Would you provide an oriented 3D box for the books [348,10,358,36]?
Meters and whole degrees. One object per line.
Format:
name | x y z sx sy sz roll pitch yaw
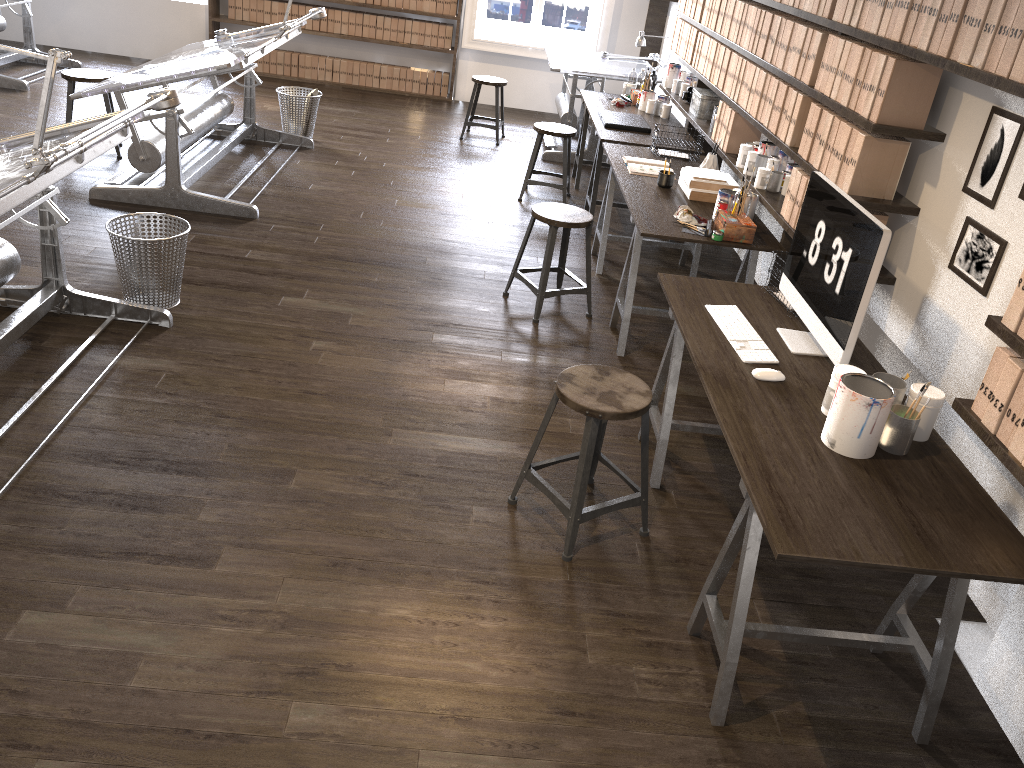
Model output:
books | -1.607 -3.655 8.964 0.066 0.221 0.178 7 27 -4

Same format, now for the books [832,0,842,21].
books | 1.406 -1.557 3.542 0.174 0.221 0.068 7 26 -4

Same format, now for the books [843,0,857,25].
books | 1.403 -1.492 3.419 0.174 0.221 0.068 7 26 -4

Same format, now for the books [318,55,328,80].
books | -1.950 -3.264 9.146 0.066 0.221 0.178 7 27 -4

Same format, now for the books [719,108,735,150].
books | 1.284 -1.427 4.985 0.174 0.221 0.068 7 26 -4

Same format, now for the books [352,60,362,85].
books | -1.604 -3.225 9.169 0.067 0.221 0.178 7 27 -4

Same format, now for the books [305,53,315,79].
books | -2.084 -3.282 9.141 0.066 0.221 0.178 7 27 -4

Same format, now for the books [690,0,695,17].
books | 1.348 -2.645 6.143 0.174 0.221 0.068 7 26 -4

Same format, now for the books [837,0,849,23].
books | 1.402 -1.527 3.484 0.174 0.221 0.068 7 26 -4

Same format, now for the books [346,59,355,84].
books | -1.670 -3.235 9.169 0.066 0.221 0.178 7 27 -4

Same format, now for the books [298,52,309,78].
books | -2.149 -3.290 9.139 0.066 0.221 0.178 7 27 -4

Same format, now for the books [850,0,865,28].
books | 1.407 -1.457 3.354 0.174 0.221 0.068 7 26 -4

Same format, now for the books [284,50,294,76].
books | -2.297 -3.307 9.129 0.066 0.221 0.178 7 27 -4

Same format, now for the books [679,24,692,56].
books | 1.308 -2.441 6.316 0.174 0.221 0.068 7 26 -4

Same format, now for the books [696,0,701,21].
books | 1.347 -2.537 5.940 0.174 0.221 0.068 7 26 -4

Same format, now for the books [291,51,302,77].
books | -2.223 -3.296 9.129 0.067 0.221 0.178 7 27 -4

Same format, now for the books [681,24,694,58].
books | 1.305 -2.406 6.250 0.174 0.221 0.068 7 26 -4

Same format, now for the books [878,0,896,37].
books | 1.410 -1.321 3.100 0.174 0.221 0.068 7 26 -4

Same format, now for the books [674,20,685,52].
books | 1.304 -2.542 6.505 0.174 0.221 0.068 7 26 -4

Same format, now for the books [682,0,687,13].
books | 1.339 -2.781 6.394 0.174 0.221 0.068 7 26 -4

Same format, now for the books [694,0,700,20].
books | 1.349 -2.573 6.008 0.174 0.221 0.068 7 26 -4

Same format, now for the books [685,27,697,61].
books | 1.311 -2.340 6.129 0.174 0.221 0.068 7 26 -4

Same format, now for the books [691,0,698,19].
books | 1.343 -2.610 6.075 0.174 0.221 0.068 7 26 -4

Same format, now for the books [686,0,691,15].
books | 1.346 -2.714 6.270 0.174 0.221 0.068 7 26 -4

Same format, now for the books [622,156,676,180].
books | 0.762 -1.213 4.930 0.256 0.029 0.362 7 28 -4

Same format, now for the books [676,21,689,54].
books | 1.309 -2.508 6.442 0.174 0.221 0.068 7 26 -4

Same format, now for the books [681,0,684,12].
books | 1.343 -2.813 6.455 0.174 0.221 0.068 7 26 -4

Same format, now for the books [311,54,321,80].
books | -2.022 -3.272 9.141 0.067 0.221 0.178 7 27 -4

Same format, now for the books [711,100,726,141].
books | 1.281 -1.528 5.174 0.174 0.221 0.068 7 26 -4

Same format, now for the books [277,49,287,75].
books | -2.368 -3.313 9.120 0.066 0.221 0.178 7 27 -4

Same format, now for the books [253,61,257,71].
books | -2.641 -3.345 9.105 0.066 0.221 0.178 7 27 -4

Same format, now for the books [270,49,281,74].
books | -2.438 -3.323 9.119 0.066 0.221 0.178 7 27 -4

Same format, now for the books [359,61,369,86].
books | -1.535 -3.221 9.180 0.066 0.221 0.178 7 27 -4

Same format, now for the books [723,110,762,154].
books | 1.290 -1.392 4.922 0.174 0.221 0.068 7 26 -4

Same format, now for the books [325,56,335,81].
books | -1.878 -3.258 9.154 0.066 0.221 0.178 7 27 -4

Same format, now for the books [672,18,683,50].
books | 1.307 -2.607 6.627 0.174 0.221 0.068 7 26 -4

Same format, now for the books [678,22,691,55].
books | 1.311 -2.474 6.379 0.174 0.221 0.068 7 26 -4

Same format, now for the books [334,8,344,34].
books | -1.748 -3.668 8.948 0.066 0.221 0.178 7 27 -4

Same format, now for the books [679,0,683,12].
books | 1.341 -2.843 6.512 0.174 0.221 0.068 7 26 -4

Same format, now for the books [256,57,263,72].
books | -2.575 -3.335 9.105 0.067 0.221 0.178 7 27 -4

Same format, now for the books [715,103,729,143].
books | 1.287 -1.495 5.113 0.174 0.221 0.068 7 26 -4

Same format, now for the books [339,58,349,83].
books | -1.733 -3.241 9.163 0.066 0.221 0.178 7 27 -4

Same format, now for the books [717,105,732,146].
books | 1.288 -1.461 5.050 0.174 0.221 0.068 7 26 -4

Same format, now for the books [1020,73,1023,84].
books | 1.415 -0.852 2.222 0.174 0.221 0.068 7 26 -4

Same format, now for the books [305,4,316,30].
books | -2.031 -3.701 8.931 0.066 0.221 0.178 7 27 -4

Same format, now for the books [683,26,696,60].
books | 1.306 -2.371 6.185 0.174 0.221 0.068 7 26 -4

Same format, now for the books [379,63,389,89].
books | -1.324 -3.195 9.190 0.066 0.221 0.178 7 27 -4

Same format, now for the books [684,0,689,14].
books | 1.345 -2.748 6.334 0.174 0.221 0.068 7 26 -4

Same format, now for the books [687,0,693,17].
books | 1.343 -2.680 6.206 0.174 0.221 0.068 7 26 -4

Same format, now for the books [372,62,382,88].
books | -1.396 -3.202 9.184 0.067 0.221 0.178 7 27 -4

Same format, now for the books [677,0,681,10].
books | 1.338 -2.878 6.577 0.174 0.221 0.068 7 26 -4

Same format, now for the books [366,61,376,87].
books | -1.466 -3.212 9.183 0.066 0.221 0.178 7 27 -4

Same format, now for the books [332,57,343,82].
books | -1.805 -3.248 9.157 0.067 0.221 0.178 7 27 -4

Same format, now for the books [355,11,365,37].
books | -1.538 -3.647 8.967 0.066 0.221 0.178 7 27 -4

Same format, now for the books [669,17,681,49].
books | 1.301 -2.639 6.687 0.174 0.221 0.068 7 26 -4

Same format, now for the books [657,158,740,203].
books | 0.949 -1.050 4.560 0.385 0.145 0.301 6 28 -4

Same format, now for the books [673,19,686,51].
books | 1.306 -2.577 6.570 0.174 0.221 0.068 7 26 -4

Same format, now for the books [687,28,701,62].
books | 1.314 -2.308 6.070 0.174 0.221 0.068 7 26 -4

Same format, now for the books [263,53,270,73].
books | -2.508 -3.331 9.114 0.066 0.221 0.178 7 27 -4
